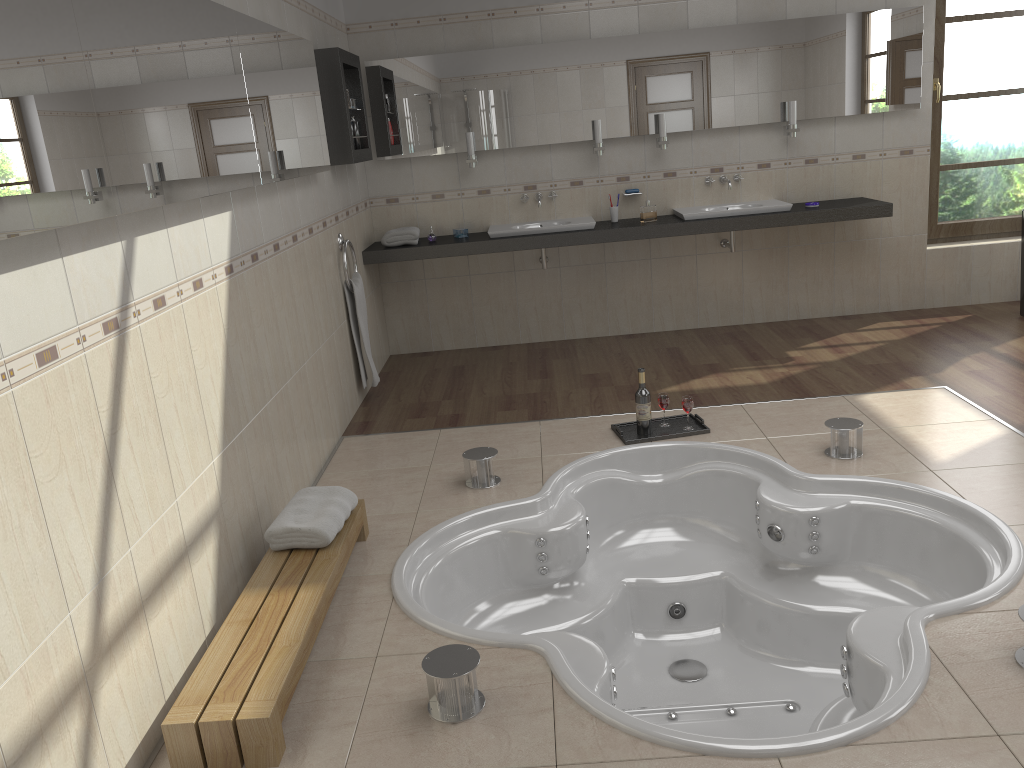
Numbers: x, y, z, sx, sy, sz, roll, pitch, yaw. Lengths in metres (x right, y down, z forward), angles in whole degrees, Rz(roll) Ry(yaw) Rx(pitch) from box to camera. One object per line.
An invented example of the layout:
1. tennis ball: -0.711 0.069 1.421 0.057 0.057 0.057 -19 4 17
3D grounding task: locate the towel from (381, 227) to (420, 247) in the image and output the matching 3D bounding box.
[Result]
1. towel: -0.706 -0.942 5.642 0.233 0.099 0.331 -6 16 -3

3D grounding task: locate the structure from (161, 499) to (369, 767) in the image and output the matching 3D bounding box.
1. structure: -0.685 0.685 2.723 0.260 0.140 1.280 -5 16 2

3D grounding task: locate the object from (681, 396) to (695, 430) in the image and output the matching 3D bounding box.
1. object: 0.810 0.133 4.083 0.055 0.153 0.055 -7 16 -5

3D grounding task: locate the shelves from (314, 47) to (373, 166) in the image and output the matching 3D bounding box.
1. shelves: -0.932 -1.532 4.939 0.135 0.585 0.608 -5 16 2

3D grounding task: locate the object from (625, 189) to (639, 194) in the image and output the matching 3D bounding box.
1. object: 0.776 -1.246 5.730 0.090 0.027 0.060 -4 16 5

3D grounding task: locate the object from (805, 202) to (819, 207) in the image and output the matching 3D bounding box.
1. object: 1.869 -1.116 5.522 0.083 0.020 0.083 -1 17 16

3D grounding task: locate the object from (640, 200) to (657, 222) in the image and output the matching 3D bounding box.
1. object: 0.851 -1.079 5.535 0.100 0.130 0.040 -12 17 -22

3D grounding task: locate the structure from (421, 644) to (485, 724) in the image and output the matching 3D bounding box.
1. structure: -0.149 0.766 2.272 0.150 0.131 0.150 -8 16 -8

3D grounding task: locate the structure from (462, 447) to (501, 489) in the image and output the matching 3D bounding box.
1. structure: -0.127 0.351 3.713 0.150 0.131 0.150 -2 16 12

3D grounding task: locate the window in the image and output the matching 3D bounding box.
1. window: 3.186 -1.944 5.725 0.998 1.934 0.117 -5 16 2

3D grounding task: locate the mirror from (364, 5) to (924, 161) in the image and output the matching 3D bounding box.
1. mirror: 0.817 -1.862 5.525 3.430 0.600 0.005 -5 16 2

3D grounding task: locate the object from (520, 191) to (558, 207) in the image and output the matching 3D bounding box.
1. object: 0.173 -1.187 5.707 0.245 0.082 0.211 -5 16 2

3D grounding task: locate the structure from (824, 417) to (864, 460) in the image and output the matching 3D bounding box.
1. structure: 1.366 0.224 3.653 0.150 0.131 0.150 -4 16 7

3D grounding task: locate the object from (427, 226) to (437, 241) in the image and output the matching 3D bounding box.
1. object: -0.510 -0.953 5.619 0.059 0.094 0.059 -6 16 -3

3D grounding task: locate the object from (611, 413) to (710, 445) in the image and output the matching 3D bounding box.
1. object: 0.688 0.199 4.135 0.400 0.040 0.250 -8 16 -7

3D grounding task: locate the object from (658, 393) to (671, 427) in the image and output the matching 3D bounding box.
1. object: 0.713 0.120 4.160 0.055 0.153 0.055 -7 16 -5

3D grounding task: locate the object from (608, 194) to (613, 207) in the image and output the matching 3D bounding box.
1. object: 0.632 -1.118 5.644 0.012 0.178 0.050 8 21 40

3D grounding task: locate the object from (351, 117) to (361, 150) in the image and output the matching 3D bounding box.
1. object: -0.908 -1.451 5.127 0.050 0.184 0.050 -2 16 13

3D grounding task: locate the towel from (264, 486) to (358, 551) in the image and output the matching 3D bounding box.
1. towel: -0.689 0.460 3.072 0.233 0.099 0.331 -4 16 7

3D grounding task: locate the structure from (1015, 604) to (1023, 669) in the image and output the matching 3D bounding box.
1. structure: 1.344 0.639 2.212 0.150 0.131 0.150 -15 19 -31

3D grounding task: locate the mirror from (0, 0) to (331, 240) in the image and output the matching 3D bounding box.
1. mirror: -0.955 -0.851 2.590 0.005 0.600 3.600 -5 16 2

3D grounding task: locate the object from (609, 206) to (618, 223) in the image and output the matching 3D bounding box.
1. object: 0.655 -1.085 5.677 0.058 0.100 0.058 -2 16 12

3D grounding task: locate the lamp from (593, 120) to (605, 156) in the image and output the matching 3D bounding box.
1. lamp: 0.539 -1.541 5.552 0.068 0.215 0.131 -5 16 2

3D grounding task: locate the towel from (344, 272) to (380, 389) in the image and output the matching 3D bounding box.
1. towel: -0.835 -0.301 4.990 0.101 0.634 0.280 -6 16 0

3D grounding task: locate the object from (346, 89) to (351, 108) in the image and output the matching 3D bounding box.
1. object: -0.918 -1.566 4.822 0.040 0.130 0.100 -3 16 7

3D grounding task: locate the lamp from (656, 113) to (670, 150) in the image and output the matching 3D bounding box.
1. lamp: 0.937 -1.575 5.536 0.068 0.215 0.131 -5 16 2

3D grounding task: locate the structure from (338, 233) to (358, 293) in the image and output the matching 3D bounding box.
1. structure: -0.904 -0.666 4.878 0.051 0.332 0.291 -5 16 2

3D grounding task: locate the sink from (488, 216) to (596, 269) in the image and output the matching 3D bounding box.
1. sink: 0.199 -0.883 5.694 0.670 0.288 0.403 -5 16 2

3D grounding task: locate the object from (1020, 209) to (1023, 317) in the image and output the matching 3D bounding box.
1. object: 3.219 -1.001 5.352 0.343 1.209 0.413 -5 16 2

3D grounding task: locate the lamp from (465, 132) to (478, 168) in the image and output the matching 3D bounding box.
1. lamp: -0.258 -1.474 5.584 0.068 0.215 0.131 -5 16 2

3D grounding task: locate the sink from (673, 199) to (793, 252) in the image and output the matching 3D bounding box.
1. sink: 1.394 -0.984 5.646 0.670 0.288 0.403 -5 16 2

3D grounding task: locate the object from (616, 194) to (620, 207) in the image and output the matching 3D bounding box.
1. object: 0.665 -1.124 5.658 0.054 0.175 0.012 3 18 27

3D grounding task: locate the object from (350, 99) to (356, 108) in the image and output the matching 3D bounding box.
1. object: -0.925 -1.573 4.988 0.072 0.053 0.102 -3 16 7

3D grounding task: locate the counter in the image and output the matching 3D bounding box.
1. counter: 0.680 -0.975 5.614 3.220 0.080 0.510 -5 16 2

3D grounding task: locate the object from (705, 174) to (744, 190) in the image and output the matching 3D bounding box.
1. object: 1.368 -1.289 5.659 0.245 0.082 0.211 -5 16 2

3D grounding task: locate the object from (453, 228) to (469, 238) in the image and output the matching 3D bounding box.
1. object: -0.328 -0.966 5.677 0.072 0.053 0.102 -12 17 -22

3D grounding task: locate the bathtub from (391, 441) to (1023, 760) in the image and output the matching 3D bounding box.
1. bathtub: 0.644 0.861 3.067 1.751 0.674 1.754 -20 21 -41

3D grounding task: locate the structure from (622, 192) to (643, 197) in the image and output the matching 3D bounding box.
1. structure: 0.779 -1.231 5.744 0.124 0.034 0.092 -5 16 2

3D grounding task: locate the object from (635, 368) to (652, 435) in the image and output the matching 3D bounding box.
1. object: 0.601 0.078 4.065 0.070 0.307 0.070 -15 18 -30

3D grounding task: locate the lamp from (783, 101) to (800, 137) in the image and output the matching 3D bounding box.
1. lamp: 1.734 -1.643 5.504 0.068 0.215 0.131 -5 16 2
